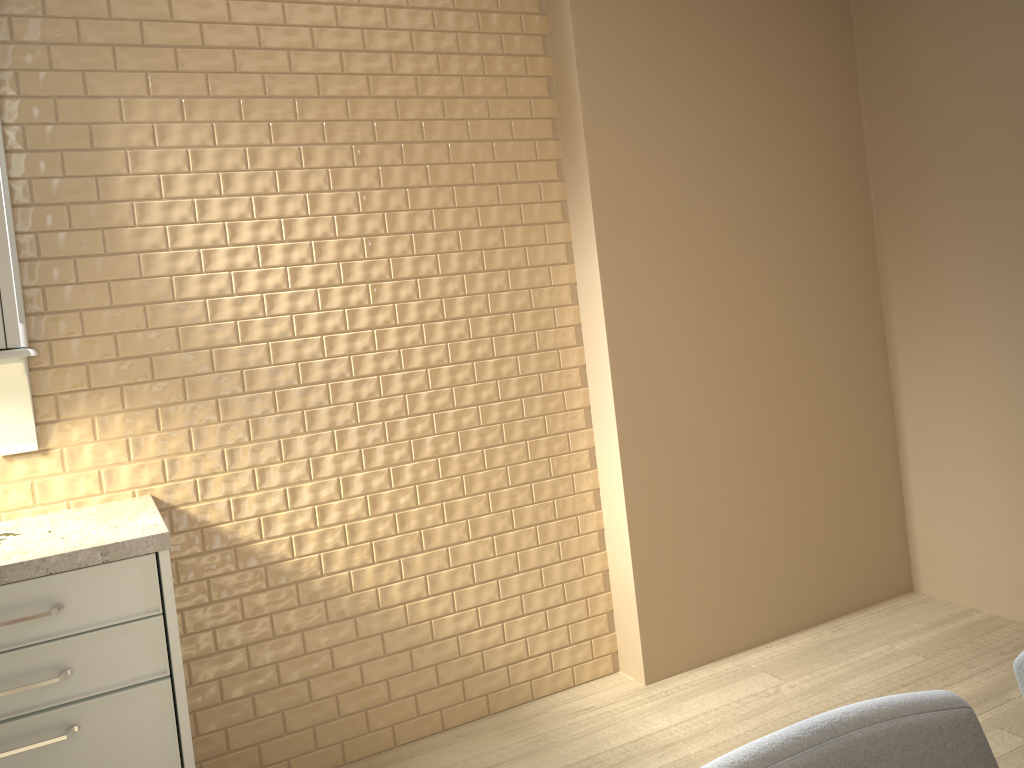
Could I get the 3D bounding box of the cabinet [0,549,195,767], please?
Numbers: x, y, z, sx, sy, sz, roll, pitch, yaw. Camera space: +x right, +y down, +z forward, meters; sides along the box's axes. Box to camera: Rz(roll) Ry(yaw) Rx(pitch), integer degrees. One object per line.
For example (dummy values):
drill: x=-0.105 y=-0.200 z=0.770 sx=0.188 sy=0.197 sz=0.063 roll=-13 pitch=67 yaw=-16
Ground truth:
cabinet: x=-1.731 y=0.853 z=1.545 sx=2.228 sy=0.792 sz=0.637 roll=-9 pitch=3 yaw=-26

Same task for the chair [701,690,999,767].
chair: x=0.368 y=0.693 z=0.489 sx=0.401 sy=0.826 sz=0.505 roll=-7 pitch=2 yaw=-26

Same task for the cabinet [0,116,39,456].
cabinet: x=-1.886 y=-0.265 z=1.518 sx=1.936 sy=1.111 sz=0.410 roll=-9 pitch=2 yaw=-26

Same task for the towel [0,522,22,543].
towel: x=-1.122 y=0.314 z=1.852 sx=0.165 sy=0.050 sz=0.170 roll=-11 pitch=6 yaw=-40

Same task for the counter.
counter: x=-1.767 y=0.456 z=1.496 sx=2.206 sy=0.035 sz=0.522 roll=-9 pitch=6 yaw=-26

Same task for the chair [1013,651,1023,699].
chair: x=0.775 y=0.628 z=0.689 sx=0.401 sy=0.826 sz=0.505 roll=-7 pitch=2 yaw=-26
